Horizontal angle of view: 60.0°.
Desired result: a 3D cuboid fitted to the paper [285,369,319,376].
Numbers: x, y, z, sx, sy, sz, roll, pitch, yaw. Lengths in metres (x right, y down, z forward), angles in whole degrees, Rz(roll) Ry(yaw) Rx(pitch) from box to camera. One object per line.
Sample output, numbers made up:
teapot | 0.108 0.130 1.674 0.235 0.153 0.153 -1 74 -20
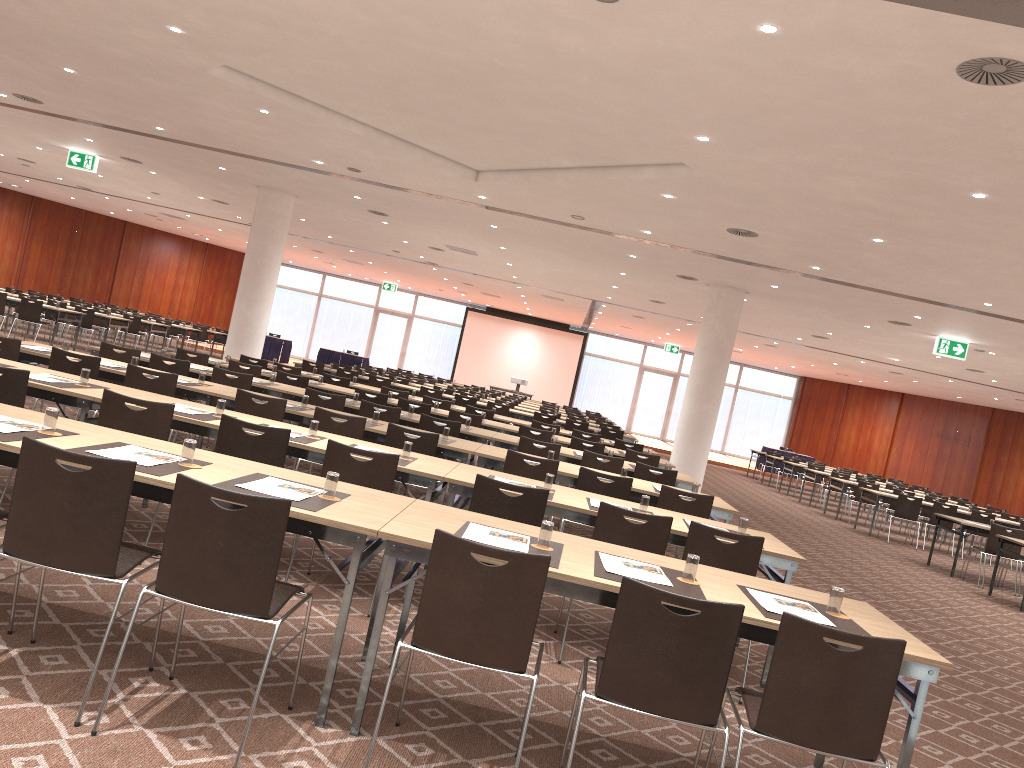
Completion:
paper | -3.328 -0.182 13.977 0.460 0.003 0.565 13 1 2

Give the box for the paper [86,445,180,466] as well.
paper | -1.654 0.316 3.936 0.283 0.006 0.398 13 1 4

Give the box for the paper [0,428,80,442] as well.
paper | -2.263 0.185 3.886 0.460 0.003 0.565 13 1 3

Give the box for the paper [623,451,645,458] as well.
paper | 1.627 0.942 11.789 0.283 0.006 0.398 13 1 4

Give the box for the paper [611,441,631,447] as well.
paper | 1.696 0.932 13.770 0.283 0.006 0.398 13 1 1

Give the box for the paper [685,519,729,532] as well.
paper | 1.294 0.946 5.791 0.283 0.006 0.398 13 1 3

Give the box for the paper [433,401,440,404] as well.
paper | -1.147 0.299 13.937 0.283 0.006 0.398 13 1 2

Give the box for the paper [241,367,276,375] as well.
paper | -3.402 -0.172 11.977 0.460 0.003 0.565 13 1 2

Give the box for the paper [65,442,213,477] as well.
paper | -1.639 0.324 3.885 0.460 0.003 0.565 13 1 3

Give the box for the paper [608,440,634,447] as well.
paper | 1.730 0.944 13.734 0.460 0.003 0.565 13 1 4

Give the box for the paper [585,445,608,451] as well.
paper | 1.037 0.816 11.769 0.460 0.003 0.565 13 1 2

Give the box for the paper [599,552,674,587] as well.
paper | 0.530 0.802 3.852 0.283 0.006 0.398 13 1 1

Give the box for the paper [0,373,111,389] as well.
paper | -3.072 -0.021 5.971 0.460 0.003 0.565 13 1 6

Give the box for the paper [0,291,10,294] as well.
paper | -11.475 -2.072 19.944 0.283 0.006 0.398 13 1 3

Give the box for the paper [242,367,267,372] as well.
paper | -3.484 -0.195 12.043 0.283 0.006 0.398 13 1 3

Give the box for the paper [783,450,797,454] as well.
paper | 9.532 2.328 30.413 0.460 0.003 0.565 13 1 3

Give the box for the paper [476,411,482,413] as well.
paper | -0.516 0.439 13.910 0.283 0.006 0.398 13 1 4

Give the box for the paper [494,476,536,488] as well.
paper | 0.016 0.662 5.849 0.283 0.006 0.398 13 1 3

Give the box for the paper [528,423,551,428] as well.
paper | 0.492 0.669 13.786 0.460 0.003 0.565 13 1 4

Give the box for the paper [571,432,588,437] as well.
paper | 1.051 0.788 13.832 0.283 0.006 0.398 13 1 5

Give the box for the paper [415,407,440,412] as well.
paper | -1.199 0.318 11.847 0.460 0.003 0.565 13 1 4

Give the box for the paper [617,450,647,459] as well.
paper | 1.630 0.948 11.698 0.460 0.003 0.565 13 1 3

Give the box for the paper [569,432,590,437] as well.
paper | 1.118 0.808 13.735 0.460 0.003 0.565 13 1 6

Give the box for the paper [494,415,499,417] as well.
paper | -0.444 0.460 13.817 0.460 0.003 0.565 13 1 4

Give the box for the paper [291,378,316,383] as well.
paper | -2.837 -0.051 12.008 0.283 0.006 0.398 13 1 3

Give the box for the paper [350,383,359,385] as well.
paper | -2.688 -0.039 13.935 0.460 0.003 0.565 13 1 0

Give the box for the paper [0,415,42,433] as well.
paper | -2.285 0.176 3.966 0.283 0.006 0.398 13 1 1

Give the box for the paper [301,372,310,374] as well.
paper | -3.343 -0.190 14.024 0.283 0.006 0.398 13 1 3

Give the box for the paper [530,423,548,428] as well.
paper | 0.419 0.647 13.852 0.283 0.006 0.398 13 1 3

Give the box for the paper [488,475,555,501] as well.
paper | 0.048 0.674 5.797 0.460 0.003 0.565 13 1 5

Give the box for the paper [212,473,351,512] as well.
paper | -0.996 0.467 3.875 0.460 0.003 0.565 13 1 4

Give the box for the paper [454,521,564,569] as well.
paper | -0.012 0.686 3.823 0.460 0.003 0.565 13 1 6

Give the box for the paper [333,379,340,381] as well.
paper | -2.718 -0.051 13.999 0.283 0.006 0.398 13 1 3

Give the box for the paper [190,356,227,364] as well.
paper | -4.055 -0.318 12.024 0.460 0.003 0.565 13 1 2

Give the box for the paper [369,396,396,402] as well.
paper | -1.818 0.181 11.879 0.460 0.003 0.565 13 1 0

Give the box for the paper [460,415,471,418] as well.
paper | -0.630 0.440 11.892 0.283 0.006 0.398 13 1 2

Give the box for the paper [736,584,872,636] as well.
paper | 1.230 0.963 3.741 0.460 0.003 0.565 13 1 3

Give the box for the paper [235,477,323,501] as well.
paper | -1.008 0.460 3.908 0.283 0.006 0.398 13 1 6

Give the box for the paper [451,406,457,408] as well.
paper | -1.087 0.317 13.873 0.460 0.003 0.565 13 1 2

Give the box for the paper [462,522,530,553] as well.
paper | -0.063 0.670 3.881 0.283 0.006 0.398 13 1 3

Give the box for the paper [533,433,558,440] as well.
paper | 0.385 0.671 11.773 0.460 0.003 0.565 13 1 2

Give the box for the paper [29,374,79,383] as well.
paper | -3.142 -0.041 6.007 0.283 0.006 0.398 13 1 4

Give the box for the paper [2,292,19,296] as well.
paper | -11.411 -2.053 19.896 0.460 0.003 0.565 13 1 4

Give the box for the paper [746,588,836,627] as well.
paper | 1.178 0.947 3.775 0.283 0.006 0.398 13 1 2

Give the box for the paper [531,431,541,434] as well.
paper | 0.325 0.653 11.830 0.283 0.006 0.398 13 1 4

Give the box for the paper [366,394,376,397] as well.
paper | -1.872 0.163 11.965 0.283 0.006 0.398 13 1 1

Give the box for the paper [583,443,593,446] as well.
paper | 0.962 0.794 11.819 0.283 0.006 0.398 13 1 3

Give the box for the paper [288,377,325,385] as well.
paper | -2.793 -0.037 11.934 0.460 0.003 0.565 13 1 -1

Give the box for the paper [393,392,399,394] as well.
paper | -1.784 0.157 13.954 0.283 0.006 0.398 13 1 3

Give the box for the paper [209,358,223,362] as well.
paper | -4.077 -0.328 12.077 0.283 0.006 0.398 13 1 5

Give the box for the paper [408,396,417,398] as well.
paper | -1.733 0.173 13.888 0.460 0.003 0.565 13 1 6

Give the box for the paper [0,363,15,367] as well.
paper | -3.725 -0.166 5.987 0.460 0.003 0.565 13 1 2

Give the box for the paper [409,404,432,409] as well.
paper | -1.245 0.303 11.938 0.283 0.006 0.398 13 1 7

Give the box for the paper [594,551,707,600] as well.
paper | 0.578 0.817 3.793 0.460 0.003 0.565 13 1 6

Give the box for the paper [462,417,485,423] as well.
paper | -0.579 0.456 11.838 0.460 0.003 0.565 13 1 2
